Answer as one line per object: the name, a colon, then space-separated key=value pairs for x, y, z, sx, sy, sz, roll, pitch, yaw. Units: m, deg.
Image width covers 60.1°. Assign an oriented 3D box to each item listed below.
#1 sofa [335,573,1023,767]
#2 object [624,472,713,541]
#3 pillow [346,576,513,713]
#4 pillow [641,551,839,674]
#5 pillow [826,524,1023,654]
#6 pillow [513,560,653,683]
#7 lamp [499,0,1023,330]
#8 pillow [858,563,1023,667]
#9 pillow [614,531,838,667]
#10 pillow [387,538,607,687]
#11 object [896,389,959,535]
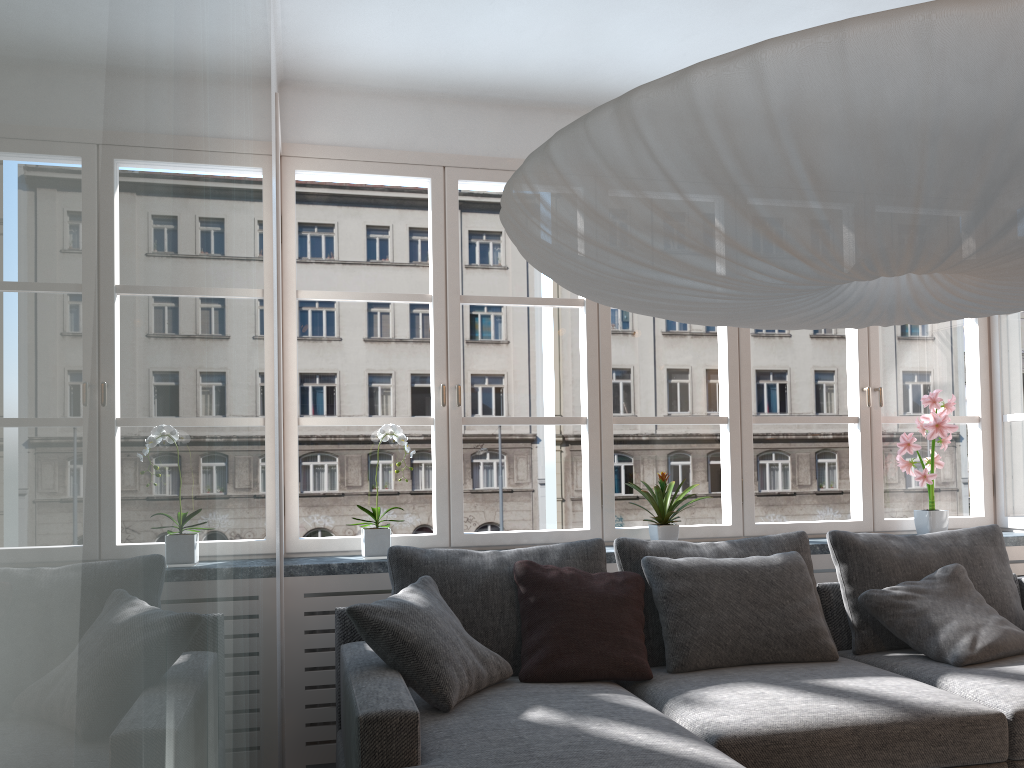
sofa: x=1.075 y=1.042 z=2.553 sx=3.067 sy=0.669 sz=2.049 roll=0 pitch=-6 yaw=-13
object: x=0.688 y=0.543 z=3.843 sx=0.376 sy=0.327 sz=0.323 roll=2 pitch=-5 yaw=-38
pillow: x=-0.251 y=0.817 z=2.826 sx=0.347 sy=0.358 sz=0.517 roll=-3 pitch=-5 yaw=26
pillow: x=0.836 y=0.830 z=3.258 sx=0.666 sy=0.396 sz=0.293 roll=0 pitch=-3 yaw=-13
pillow: x=1.708 y=0.826 z=3.602 sx=0.836 sy=0.475 sz=0.276 roll=0 pitch=-3 yaw=-13
pillow: x=0.257 y=0.823 z=3.096 sx=0.521 sy=0.402 sz=0.312 roll=0 pitch=-3 yaw=-11
lamp: x=0.714 y=-0.259 z=1.649 sx=1.472 sy=0.209 sz=1.475 roll=-3 pitch=-6 yaw=23
pillow: x=1.647 y=0.859 z=3.339 sx=0.492 sy=0.320 sz=0.446 roll=2 pitch=-5 yaw=-32
pillow: x=0.817 y=0.819 z=3.401 sx=0.839 sy=0.473 sz=0.278 roll=0 pitch=-3 yaw=-13
pillow: x=-0.028 y=0.814 z=3.189 sx=0.836 sy=0.476 sz=0.276 roll=0 pitch=-3 yaw=-13
object: x=1.957 y=0.373 z=4.163 sx=0.201 sy=0.688 sz=0.298 roll=0 pitch=-3 yaw=-34
